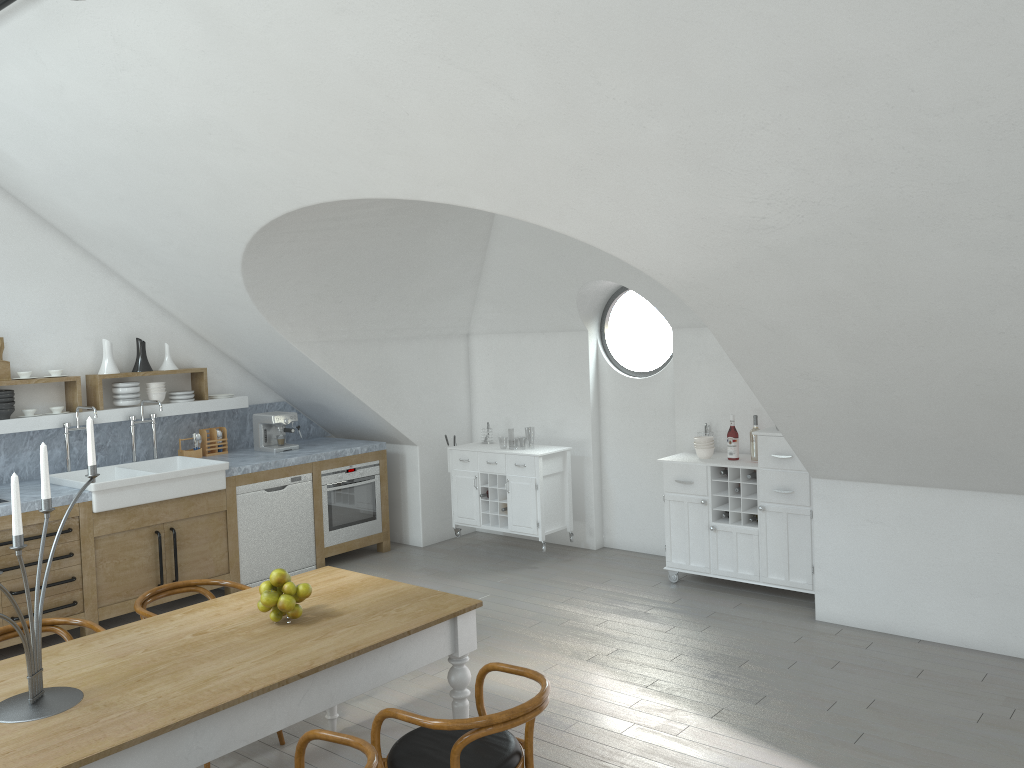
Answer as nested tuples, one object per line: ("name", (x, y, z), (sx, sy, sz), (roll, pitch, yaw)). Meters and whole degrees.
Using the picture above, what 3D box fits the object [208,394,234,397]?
("object", (-2.454, 0.104, 7.482), (0.213, 0.025, 0.214), (0, 4, 27))

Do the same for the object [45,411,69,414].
("object", (-3.316, 0.214, 6.464), (0.164, 0.012, 0.164), (-5, 4, -33))

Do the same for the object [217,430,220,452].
("object", (-2.452, 0.485, 7.412), (0.018, 0.196, 0.023), (-4, 3, -42))

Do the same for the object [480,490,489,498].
("object", (-0.160, 0.934, 7.566), (0.082, 0.085, 0.317), (0, 4, 40))

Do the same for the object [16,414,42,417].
("object", (-3.439, 0.229, 6.316), (0.164, 0.012, 0.164), (-5, 4, -33))

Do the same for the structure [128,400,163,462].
("structure", (-2.726, 0.383, 6.772), (0.332, 0.529, 0.214), (-1, 2, 20))

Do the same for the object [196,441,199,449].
("object", (-2.565, 0.502, 7.225), (0.023, 0.196, 0.018), (-1, 2, 35))

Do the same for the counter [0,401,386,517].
("counter", (-3.491, 0.491, 5.677), (0.961, 0.619, 6.584), (0, 5, 40))

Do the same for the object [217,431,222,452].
("object", (-2.434, 0.483, 7.388), (0.040, 0.192, 0.042), (-2, 2, 0))

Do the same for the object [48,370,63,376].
("object", (-3.323, -0.077, 6.459), (0.098, 0.048, 0.098), (0, 4, 37))

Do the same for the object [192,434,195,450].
("object", (-2.587, 0.503, 7.218), (0.019, 0.196, 0.022), (-1, 2, 28))

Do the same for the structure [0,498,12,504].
("structure", (-3.591, 0.774, 5.447), (0.647, 0.041, 0.738), (1, 5, 40))

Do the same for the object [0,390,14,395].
("object", (-3.564, 0.082, 6.141), (0.205, 0.080, 0.206), (1, 5, 42))

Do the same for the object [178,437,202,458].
("object", (-2.619, 0.520, 7.209), (0.100, 0.171, 0.173), (0, 4, 41))

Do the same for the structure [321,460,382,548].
("structure", (-1.571, 0.999, 7.682), (0.631, 0.636, 0.633), (0, 4, 40))

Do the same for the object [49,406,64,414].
("object", (-3.317, 0.191, 6.463), (0.098, 0.048, 0.098), (0, 4, 37))

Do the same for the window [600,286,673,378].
("window", (1.089, -0.456, 7.419), (0.900, 0.899, 0.060), (0, 3, 40))

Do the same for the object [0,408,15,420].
("object", (-3.558, 0.211, 6.139), (0.205, 0.072, 0.206), (0, 4, 27))

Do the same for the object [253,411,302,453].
("object", (-1.952, 0.405, 7.533), (0.386, 0.320, 0.325), (0, 4, 40))

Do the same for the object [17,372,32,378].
("object", (-3.460, -0.061, 6.294), (0.098, 0.048, 0.098), (0, 4, 37))

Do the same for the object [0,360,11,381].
("object", (-3.649, -0.092, 6.091), (0.084, 0.157, 0.354), (0, 4, 40))

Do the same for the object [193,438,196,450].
("object", (-2.575, 0.513, 7.202), (0.019, 0.178, 0.044), (-2, 2, 5))

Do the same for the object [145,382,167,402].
("object", (-2.810, 0.065, 7.001), (0.158, 0.160, 0.154), (-3, 3, -22))

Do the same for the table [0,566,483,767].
("table", (-1.567, 1.418, 2.749), (1.018, 0.798, 3.353), (0, 4, 40))

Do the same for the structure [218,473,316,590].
("structure", (-2.053, 1.149, 7.108), (0.598, 0.822, 0.725), (0, 3, 40))

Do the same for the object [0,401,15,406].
("object", (-3.554, 0.157, 6.135), (0.205, 0.086, 0.205), (-3, 3, -8))

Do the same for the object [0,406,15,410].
("object", (-3.559, 0.185, 6.138), (0.205, 0.086, 0.205), (-3, 4, -13))

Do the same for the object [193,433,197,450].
("object", (-2.588, 0.498, 7.245), (0.040, 0.192, 0.042), (-3, 2, -13))

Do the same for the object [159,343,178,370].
("object", (-2.768, -0.222, 7.131), (0.156, 0.218, 0.156), (-1, 3, 21))

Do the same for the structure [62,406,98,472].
("structure", (-3.038, 0.419, 6.397), (0.332, 0.529, 0.214), (-1, 2, 20))

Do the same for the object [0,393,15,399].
("object", (-3.561, 0.110, 6.142), (0.205, 0.083, 0.206), (-4, 4, -23))

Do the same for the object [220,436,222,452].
("object", (-2.433, 0.485, 7.404), (0.018, 0.196, 0.020), (-3, 2, -28))

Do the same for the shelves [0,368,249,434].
("shelves", (-4.018, -0.276, 5.401), (0.480, 1.360, 5.558), (-1, 4, 34))

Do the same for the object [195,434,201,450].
("object", (-2.550, 0.499, 7.214), (0.040, 0.192, 0.042), (-3, 2, -14))

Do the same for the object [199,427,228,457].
("object", (-2.486, 0.477, 7.386), (0.104, 0.222, 0.200), (0, 3, 40))

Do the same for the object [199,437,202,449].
("object", (-2.548, 0.510, 7.228), (0.044, 0.178, 0.019), (-1, 2, 25))

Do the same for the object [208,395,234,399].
("object", (-2.453, 0.113, 7.483), (0.213, 0.025, 0.214), (0, 4, 27))

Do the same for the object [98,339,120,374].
("object", (-3.076, -0.211, 6.752), (0.156, 0.268, 0.156), (-1, 3, 29))

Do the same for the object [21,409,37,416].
("object", (-3.440, 0.205, 6.315), (0.098, 0.048, 0.098), (0, 4, 37))

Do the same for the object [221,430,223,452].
("object", (-2.429, 0.484, 7.414), (0.019, 0.196, 0.022), (0, 3, 41))

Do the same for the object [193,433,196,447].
("object", (-2.586, 0.502, 7.229), (0.018, 0.196, 0.020), (-4, 3, -41))

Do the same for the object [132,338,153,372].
("object", (-2.905, -0.230, 6.951), (0.156, 0.268, 0.156), (0, 3, 44))

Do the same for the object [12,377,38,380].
("object", (-3.459, -0.038, 6.295), (0.164, 0.012, 0.164), (-5, 4, -33))

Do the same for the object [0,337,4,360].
("object", (-3.574, -0.180, 6.199), (0.030, 0.294, 0.057), (-1, 3, 40))

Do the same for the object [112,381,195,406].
("object", (-2.829, 0.067, 7.016), (0.198, 0.196, 0.658), (0, 4, 39))

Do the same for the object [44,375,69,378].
("object", (-3.322, -0.054, 6.460), (0.164, 0.012, 0.164), (-5, 4, -33))

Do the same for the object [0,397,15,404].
("object", (-3.559, 0.135, 6.138), (0.205, 0.072, 0.206), (0, 4, 27))
